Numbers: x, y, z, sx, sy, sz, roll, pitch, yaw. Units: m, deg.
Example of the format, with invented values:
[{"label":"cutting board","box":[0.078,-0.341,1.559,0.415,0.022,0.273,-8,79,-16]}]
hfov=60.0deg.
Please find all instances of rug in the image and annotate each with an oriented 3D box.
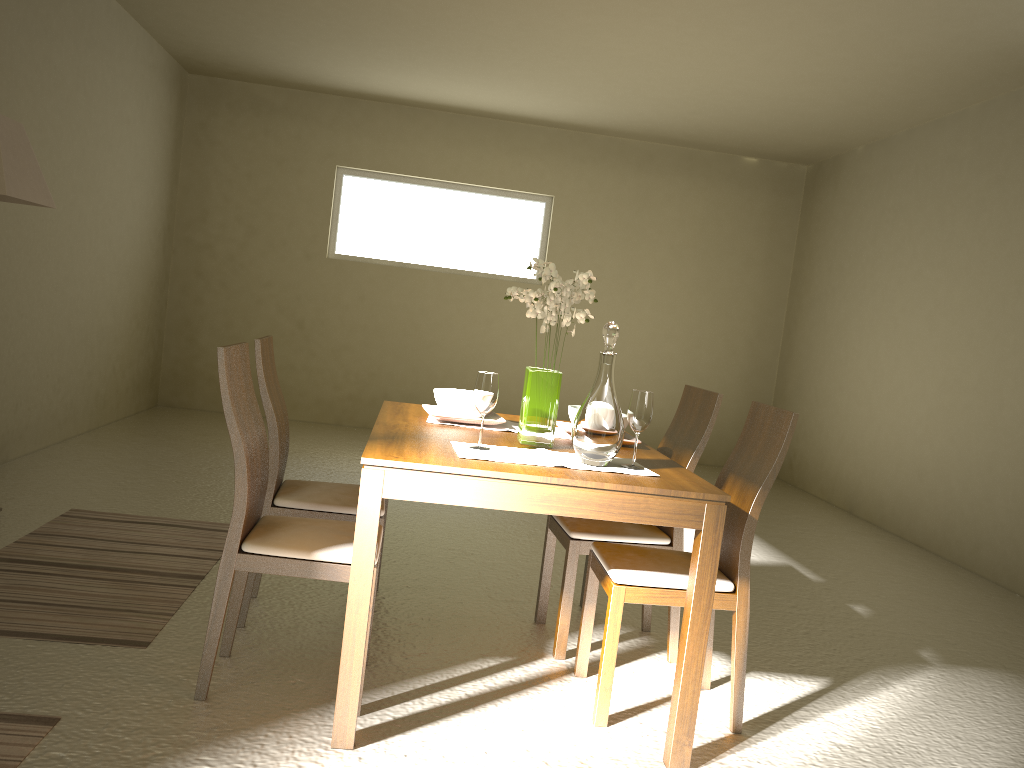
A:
[{"label":"rug","box":[-1.540,0.902,1.513,0.842,0.007,1.613,7,4,-6]},{"label":"rug","box":[-1.669,0.731,3.602,0.843,0.010,1.613,7,4,-6]}]

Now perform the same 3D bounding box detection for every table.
[{"label":"table","box":[-0.017,0.578,3.085,1.000,0.790,1.411,7,4,-6]}]

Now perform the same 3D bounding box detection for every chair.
[{"label":"chair","box":[-0.720,0.361,3.286,0.507,1.017,0.404,6,4,-9]},{"label":"chair","box":[0.544,0.548,2.878,0.507,1.017,0.404,7,4,-6]},{"label":"chair","box":[0.431,0.495,3.391,0.507,1.017,0.404,6,4,-10]},{"label":"chair","box":[-0.648,0.413,2.702,0.507,1.017,0.404,7,4,-6]}]

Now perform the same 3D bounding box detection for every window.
[{"label":"window","box":[-0.669,-1.472,8.373,2.025,0.848,0.100,7,4,-6]}]

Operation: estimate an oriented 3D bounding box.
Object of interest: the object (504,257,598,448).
[{"label":"object","box":[0.107,-0.101,2.925,0.304,0.608,0.302,7,4,-3]}]

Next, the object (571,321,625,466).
[{"label":"object","box":[0.270,0.027,2.628,0.156,0.426,0.156,10,5,35]}]

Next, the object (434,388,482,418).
[{"label":"object","box":[-0.178,0.081,3.278,0.233,0.101,0.233,6,4,-18]}]

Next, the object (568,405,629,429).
[{"label":"object","box":[0.315,0.147,3.242,0.232,0.107,0.233,7,4,5]}]

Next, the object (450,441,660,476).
[{"label":"object","box":[0.119,0.221,2.667,0.589,0.010,0.287,6,4,-9]}]

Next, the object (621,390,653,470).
[{"label":"object","box":[0.377,0.136,2.658,0.075,0.232,0.075,11,6,42]}]

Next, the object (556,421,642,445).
[{"label":"object","box":[0.307,0.186,3.245,0.283,0.041,0.283,7,4,-7]}]

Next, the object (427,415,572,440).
[{"label":"object","box":[-0.019,0.156,3.313,0.589,0.010,0.287,7,4,-3]}]

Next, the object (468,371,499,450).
[{"label":"object","box":[-0.085,0.080,2.680,0.075,0.232,0.075,11,6,42]}]

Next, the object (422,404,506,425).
[{"label":"object","box":[-0.183,0.121,3.281,0.283,0.033,0.283,6,4,-12]}]

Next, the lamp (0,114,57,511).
[{"label":"lamp","box":[-2.401,-0.280,3.883,0.499,1.782,0.499,7,4,-6]}]
